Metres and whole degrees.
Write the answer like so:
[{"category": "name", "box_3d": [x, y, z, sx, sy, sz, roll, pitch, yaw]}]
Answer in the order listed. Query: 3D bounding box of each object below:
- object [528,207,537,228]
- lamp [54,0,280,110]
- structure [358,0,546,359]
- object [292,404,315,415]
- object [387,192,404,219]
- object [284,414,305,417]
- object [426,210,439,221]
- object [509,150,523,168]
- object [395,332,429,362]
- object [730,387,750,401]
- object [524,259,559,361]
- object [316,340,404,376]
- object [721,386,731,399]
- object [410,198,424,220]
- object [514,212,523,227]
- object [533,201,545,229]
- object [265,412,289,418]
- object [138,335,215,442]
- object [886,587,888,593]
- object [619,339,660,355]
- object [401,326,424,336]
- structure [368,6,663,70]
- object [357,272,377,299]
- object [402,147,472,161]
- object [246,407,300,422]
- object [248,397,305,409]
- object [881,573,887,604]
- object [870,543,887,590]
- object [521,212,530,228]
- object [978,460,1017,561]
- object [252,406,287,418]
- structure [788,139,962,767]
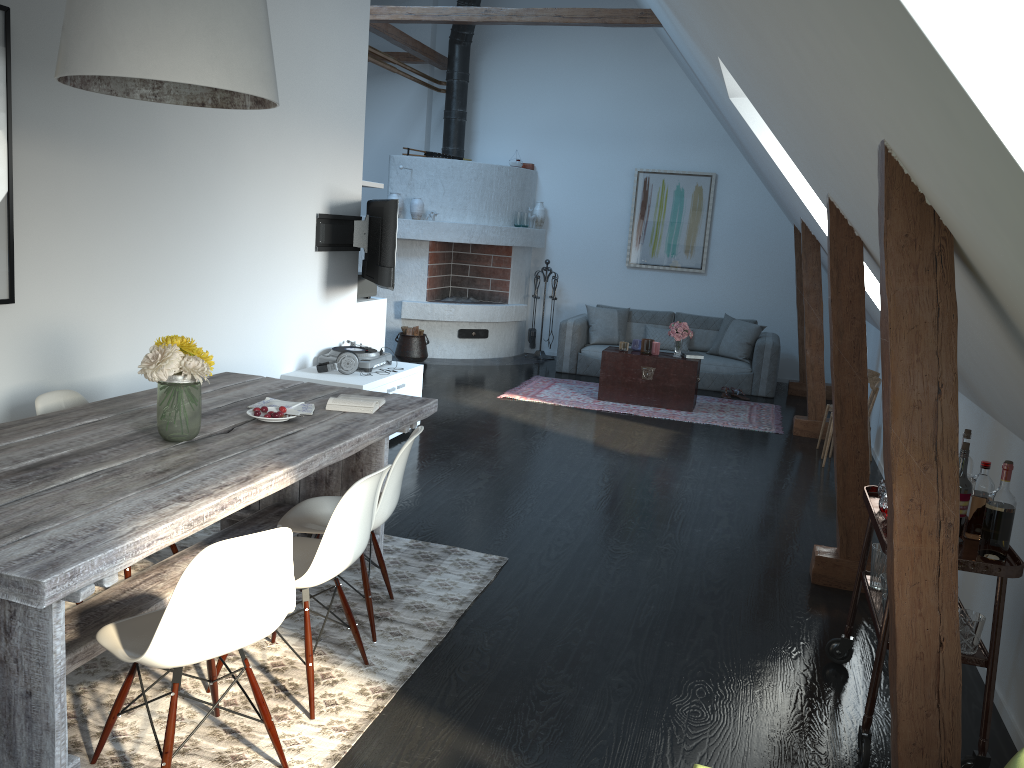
[{"category": "object", "box_3d": [0.245, -2.056, 10.957, 0.150, 0.258, 0.081, -4, 13, -40]}, {"category": "lamp", "box_3d": [-1.057, -2.348, 2.705, 0.757, 2.813, 0.697, 0, 11, -24]}, {"category": "structure", "box_3d": [-1.018, -2.856, 11.417, 3.058, 4.752, 3.049, 9, 11, 24]}, {"category": "object", "box_3d": [-0.915, 0.099, 3.692, 0.182, 0.014, 0.185, 3, 10, -11]}, {"category": "object", "box_3d": [-1.347, -2.036, 10.185, 0.203, 0.314, 0.203, 4, 10, -1]}, {"category": "object", "box_3d": [-0.891, 0.120, 3.504, 0.194, 0.022, 0.019, 10, 12, 30]}, {"category": "object", "box_3d": [-0.909, -1.934, 10.177, 0.161, 0.114, 0.064, 8, 11, 18]}, {"category": "object", "box_3d": [0.053, -2.763, 10.873, 0.231, 0.221, 0.066, -5, 14, -44]}, {"category": "object", "box_3d": [-1.153, -0.424, 10.212, 0.384, 0.313, 0.384, 13, 13, 41]}, {"category": "object", "box_3d": [2.427, 0.103, 9.404, 0.101, 0.090, 0.277, -1, 11, -28]}, {"category": "object", "box_3d": [0.395, -0.933, 11.080, 0.376, 1.245, 0.376, 4, 10, -5]}, {"category": "object", "box_3d": [-1.097, -0.188, 6.405, 0.558, 0.162, 0.742, 7, 10, 12]}, {"category": "object", "box_3d": [2.267, 0.089, 9.413, 0.101, 0.090, 0.277, 5, 10, 4]}, {"category": "object", "box_3d": [-1.090, -1.991, 10.153, 0.158, 0.274, 0.158, -3, 12, -35]}, {"category": "object", "box_3d": [0.075, -1.985, 10.701, 0.092, 0.180, 0.092, 14, 14, 42]}, {"category": "object", "box_3d": [0.336, -2.099, 11.114, 0.165, 0.368, 0.165, 2, 10, -12]}, {"category": "object", "box_3d": [-0.929, 0.122, 3.511, 0.110, 0.011, 0.058, 8, 11, 19]}, {"category": "object", "box_3d": [-1.157, 0.012, 3.068, 0.233, 0.365, 0.293, 2, 10, -14]}, {"category": "object", "box_3d": [1.310, 0.731, 2.999, 0.095, 0.119, 0.095, 0, 11, -22]}, {"category": "object", "box_3d": [1.271, -0.380, 8.693, 0.413, 0.138, 0.215, 9, 11, 26]}, {"category": "object", "box_3d": [-1.164, -0.504, 10.183, 0.240, 0.370, 0.270, 7, 10, 15]}, {"category": "structure", "box_3d": [-2.391, -3.505, 6.315, 10.230, 3.562, 15.910, 8, 11, 20]}, {"category": "object", "box_3d": [-1.398, -0.810, 7.248, 0.435, 0.211, 0.496, 7, 10, 15]}, {"category": "object", "box_3d": [-0.867, -2.668, 10.319, 0.783, 0.094, 0.311, 5, 10, 1]}, {"category": "object", "box_3d": [-0.946, 0.124, 3.514, 0.205, 0.024, 0.205, 6, 10, 7]}, {"category": "object", "box_3d": [-0.991, 0.086, 3.728, 0.182, 0.016, 0.179, 6, 10, 10]}, {"category": "object", "box_3d": [1.334, 0.724, 3.104, 0.092, 0.099, 0.092, 3, 10, -7]}, {"category": "object", "box_3d": [1.354, 0.672, 3.248, 0.087, 0.155, 0.087, 2, 10, -12]}, {"category": "object", "box_3d": [0.162, -2.002, 10.837, 0.092, 0.180, 0.092, 12, 13, 38]}, {"category": "object", "box_3d": [1.505, 0.386, 2.733, 0.081, 0.308, 0.081, 6, 10, 7]}, {"category": "object", "box_3d": [-0.960, 0.112, 3.506, 0.132, 0.034, 0.144, 2, 10, -13]}, {"category": "structure", "box_3d": [1.797, 0.094, 3.895, 1.023, 1.963, 12.350, 7, 10, 15]}]
